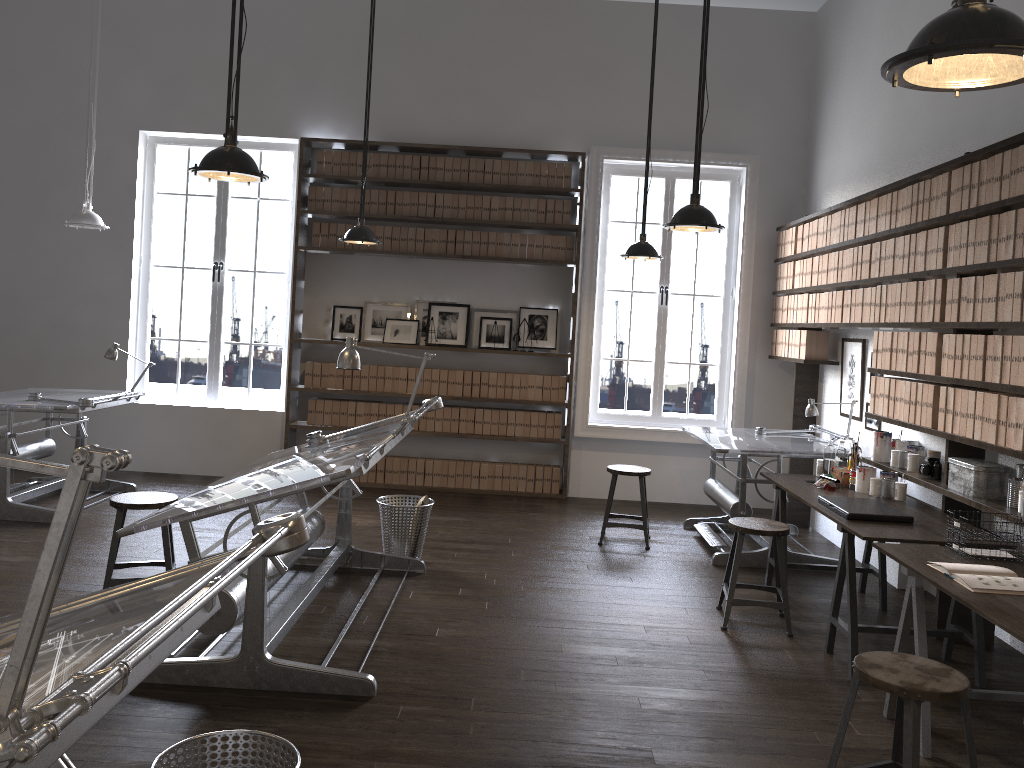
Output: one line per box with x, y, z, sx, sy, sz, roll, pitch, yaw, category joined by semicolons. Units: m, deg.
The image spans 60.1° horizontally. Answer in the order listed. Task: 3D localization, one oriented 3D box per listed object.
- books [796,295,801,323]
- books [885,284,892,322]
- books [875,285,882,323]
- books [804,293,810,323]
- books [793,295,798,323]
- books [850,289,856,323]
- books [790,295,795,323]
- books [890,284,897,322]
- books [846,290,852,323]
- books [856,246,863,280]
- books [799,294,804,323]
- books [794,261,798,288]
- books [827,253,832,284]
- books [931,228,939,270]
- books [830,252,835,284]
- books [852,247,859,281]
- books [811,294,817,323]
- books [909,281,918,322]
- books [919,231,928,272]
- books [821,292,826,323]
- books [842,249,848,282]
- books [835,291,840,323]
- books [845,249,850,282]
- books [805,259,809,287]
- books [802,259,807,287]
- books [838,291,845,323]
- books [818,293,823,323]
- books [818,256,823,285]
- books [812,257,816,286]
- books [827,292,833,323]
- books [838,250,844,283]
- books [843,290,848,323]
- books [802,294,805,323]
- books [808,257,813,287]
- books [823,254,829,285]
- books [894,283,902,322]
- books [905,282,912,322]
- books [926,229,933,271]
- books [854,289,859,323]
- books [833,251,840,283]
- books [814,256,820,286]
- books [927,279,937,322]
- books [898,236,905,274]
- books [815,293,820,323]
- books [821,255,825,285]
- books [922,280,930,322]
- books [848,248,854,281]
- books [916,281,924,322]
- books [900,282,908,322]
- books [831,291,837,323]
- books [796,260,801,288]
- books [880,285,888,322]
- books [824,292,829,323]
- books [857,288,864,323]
2.319;-0.581;6.903;0.174;0.225;0.067;3;1;1;books
2.294;-0.467;5.188;0.174;0.225;0.067;3;1;1;books
2.288;-0.477;5.331;0.174;0.225;0.067;3;1;1;books
2.309;-0.567;6.695;0.174;0.225;0.067;3;1;1;books
2.317;-0.586;6.972;0.174;0.225;0.067;3;1;1;books
2.301;-0.497;5.750;0.174;0.225;0.067;3;1;1;books
2.314;-0.591;7.045;0.174;0.225;0.067;3;1;1;books
2.291;-0.462;5.119;0.174;0.225;0.067;3;1;1;books
2.297;-0.502;5.820;0.174;0.225;0.067;3;1;1;books
2.313;-0.767;5.678;0.174;0.225;0.067;3;1;1;books
2.316;-0.576;6.833;0.174;0.225;0.067;3;1;1;books
2.332;-0.855;7.001;0.174;0.225;0.067;3;1;1;books
2.322;-0.804;6.231;0.174;0.225;0.067;3;1;1;books
2.296;-0.697;4.631;0.174;0.225;0.067;3;1;1;books
2.320;-0.800;6.168;0.174;0.225;0.067;3;1;1;books
2.310;-0.771;5.741;0.174;0.225;0.067;3;1;1;books
2.307;-0.549;6.524;0.174;0.225;0.067;3;1;1;books
2.281;-0.444;4.847;0.174;0.225;0.067;3;1;1;books
2.295;-0.706;4.761;0.174;0.225;0.067;3;1;1;books
2.306;-0.535;6.314;0.174;0.225;0.067;3;1;1;books
2.320;-0.785;5.956;0.174;0.225;0.067;3;1;1;books
2.305;-0.516;6.040;0.174;0.225;0.067;3;1;1;books
2.315;-0.781;5.886;0.174;0.225;0.067;3;1;1;books
2.331;-0.837;6.727;0.174;0.225;0.067;3;1;1;books
2.330;-0.841;6.793;0.174;0.225;0.067;3;1;1;books
2.299;-0.512;5.966;0.174;0.225;0.067;3;1;1;books
2.311;-0.539;6.384;0.174;0.225;0.067;3;1;1;books
2.327;-0.817;6.436;0.174;0.225;0.067;3;1;1;books
2.329;-0.827;6.578;0.174;0.225;0.067;3;1;1;books
2.301;-0.525;6.169;0.174;0.225;0.067;3;1;1;books
2.319;-0.790;6.026;0.174;0.225;0.067;3;1;1;books
2.303;-0.506;5.891;0.174;0.225;0.067;3;1;1;books
2.314;-0.571;6.758;0.174;0.225;0.067;3;1;1;books
2.325;-0.832;6.653;0.174;0.225;0.067;3;1;1;books
2.319;-0.808;6.298;0.174;0.225;0.067;3;1;1;books
2.286;-0.458;5.049;0.174;0.225;0.067;3;1;1;books
2.287;-0.449;4.913;0.174;0.225;0.067;3;1;1;books
2.299;-0.701;4.694;0.174;0.225;0.067;3;1;1;books
2.299;-0.492;5.679;0.174;0.225;0.067;3;1;1;books
2.317;-0.795;6.096;0.174;0.225;0.067;3;1;1;books
2.323;-0.822;6.507;0.174;0.225;0.067;3;1;1;books
2.280;-0.430;4.637;0.174;0.225;0.067;3;1;1;books
2.303;-0.725;5.043;0.174;0.225;0.067;3;1;1;books
2.310;-0.544;6.453;0.174;0.225;0.067;3;1;1;books
2.325;-0.813;6.365;0.174;0.225;0.067;3;1;1;books
2.285;-0.435;4.708;0.174;0.225;0.067;3;1;1;books
2.311;-0.776;5.814;0.174;0.225;0.067;3;1;1;books
2.286;-0.439;4.779;0.174;0.225;0.067;3;1;1;books
2.286;-0.453;4.976;0.174;0.225;0.067;3;1;1;books
2.304;-0.521;6.106;0.174;0.225;0.067;3;1;1;books
2.328;-0.851;6.928;0.174;0.225;0.067;3;1;1;books
2.291;-0.472;5.258;0.174;0.225;0.067;3;1;1;books
2.302;-0.530;6.242;0.174;0.225;0.067;3;1;1;books
2.293;-0.488;5.611;0.174;0.225;0.067;3;1;1;books
